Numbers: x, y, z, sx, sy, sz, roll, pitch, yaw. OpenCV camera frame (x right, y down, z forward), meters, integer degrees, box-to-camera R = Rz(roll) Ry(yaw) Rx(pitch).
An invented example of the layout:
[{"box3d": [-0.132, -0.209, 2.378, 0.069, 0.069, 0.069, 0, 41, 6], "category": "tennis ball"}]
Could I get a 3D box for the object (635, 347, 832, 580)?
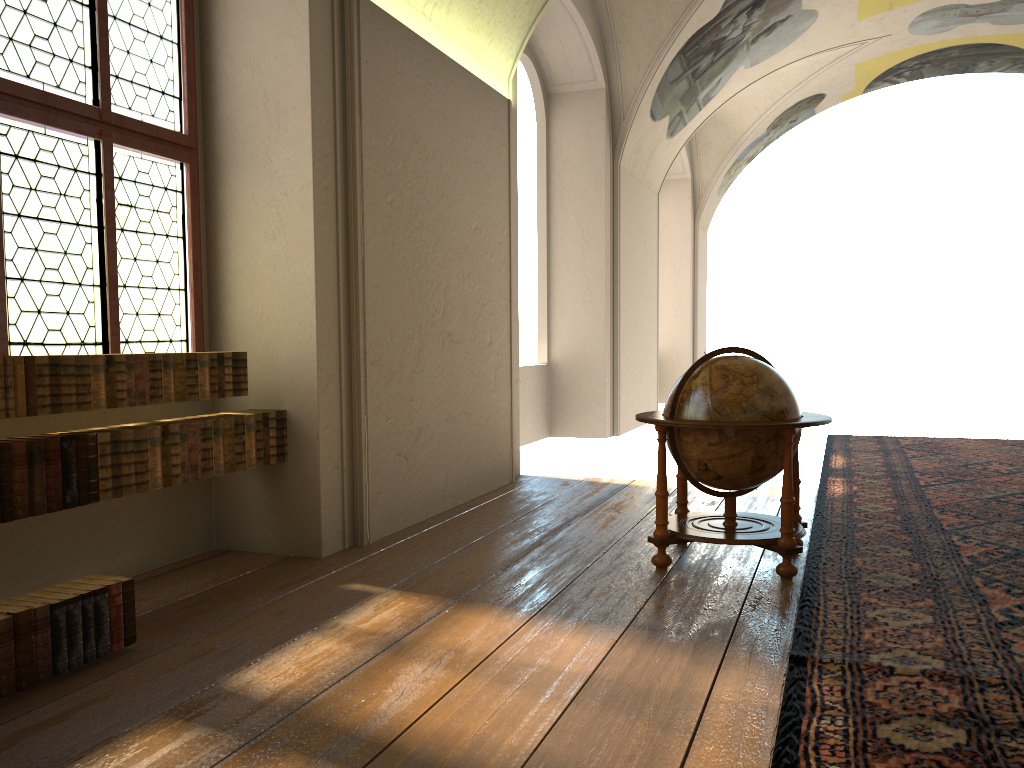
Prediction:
[{"box3d": [1.479, 0.474, 5.989, 1.278, 1.450, 1.278, -3, 4, -32], "category": "object"}]
